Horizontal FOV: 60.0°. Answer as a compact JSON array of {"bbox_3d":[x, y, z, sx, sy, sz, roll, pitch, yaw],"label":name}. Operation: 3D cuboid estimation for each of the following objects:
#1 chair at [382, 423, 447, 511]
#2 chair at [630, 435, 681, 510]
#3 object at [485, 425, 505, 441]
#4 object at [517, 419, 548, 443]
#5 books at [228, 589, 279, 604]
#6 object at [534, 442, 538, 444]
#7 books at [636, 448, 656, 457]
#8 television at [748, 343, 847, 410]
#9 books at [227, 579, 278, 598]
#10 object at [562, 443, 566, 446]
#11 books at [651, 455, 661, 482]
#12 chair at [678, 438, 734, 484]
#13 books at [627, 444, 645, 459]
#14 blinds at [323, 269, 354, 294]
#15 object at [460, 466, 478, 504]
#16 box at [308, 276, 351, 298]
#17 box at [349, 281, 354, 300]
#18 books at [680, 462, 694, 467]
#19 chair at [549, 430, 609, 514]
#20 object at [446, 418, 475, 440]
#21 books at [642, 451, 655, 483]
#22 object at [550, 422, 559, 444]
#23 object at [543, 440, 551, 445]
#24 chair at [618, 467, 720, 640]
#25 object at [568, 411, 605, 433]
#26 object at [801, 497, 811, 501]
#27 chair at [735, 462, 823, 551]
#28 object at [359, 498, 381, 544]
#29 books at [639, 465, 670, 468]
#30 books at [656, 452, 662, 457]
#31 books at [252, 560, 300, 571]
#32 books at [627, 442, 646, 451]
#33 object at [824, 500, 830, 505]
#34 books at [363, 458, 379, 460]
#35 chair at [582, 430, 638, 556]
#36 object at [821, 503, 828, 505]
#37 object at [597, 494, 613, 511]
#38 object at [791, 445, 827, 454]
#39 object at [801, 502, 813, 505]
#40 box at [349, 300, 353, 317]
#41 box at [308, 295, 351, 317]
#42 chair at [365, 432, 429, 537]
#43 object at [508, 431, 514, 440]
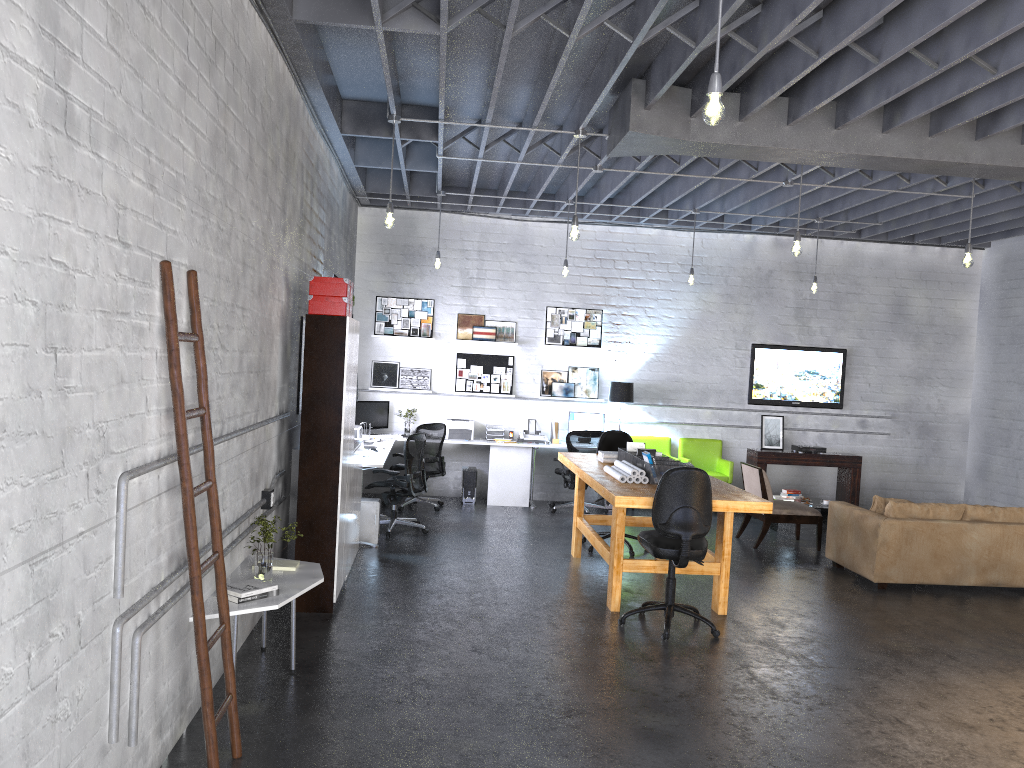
[{"bbox_3d":[-1.148,0.958,10.560,0.752,1.032,0.731,4,2,19],"label":"chair"},{"bbox_3d":[1.814,1.153,11.511,0.611,0.921,0.515,3,2,-5],"label":"chair"},{"bbox_3d":[-0.221,0.627,11.380,0.229,0.181,0.316,3,2,-5],"label":"object"},{"bbox_3d":[0.255,0.603,11.414,0.405,0.280,0.399,3,2,-5],"label":"object"},{"bbox_3d":[-1.351,1.069,4.538,0.185,0.031,0.250,4,2,37],"label":"books"},{"bbox_3d":[0.303,0.745,11.134,0.017,0.016,0.076,1,2,-45],"label":"object"},{"bbox_3d":[1.112,0.644,7.399,0.158,0.214,0.063,3,2,-5],"label":"books"},{"bbox_3d":[3.814,-0.098,11.848,1.324,0.817,0.021,3,2,-5],"label":"television"},{"bbox_3d":[-1.349,1.043,4.526,0.185,0.022,0.234,4,2,33],"label":"books"},{"bbox_3d":[0.856,0.769,11.180,0.422,0.028,0.180,3,2,-10],"label":"object"},{"bbox_3d":[1.107,0.659,6.886,0.097,0.209,0.157,3,2,-5],"label":"books"},{"bbox_3d":[2.505,1.190,11.573,0.611,0.921,0.515,3,2,-5],"label":"chair"},{"bbox_3d":[1.114,0.638,7.940,0.158,0.200,0.082,3,2,-5],"label":"books"},{"bbox_3d":[-1.835,-0.280,9.295,0.100,1.633,2.118,3,2,-5],"label":"blinds"},{"bbox_3d":[-0.549,1.283,11.272,0.180,0.411,0.475,3,2,-5],"label":"object"},{"bbox_3d":[-1.256,-0.665,6.125,0.270,0.131,0.206,3,2,-5],"label":"box"},{"bbox_3d":[-1.275,-0.672,6.332,0.268,0.133,0.206,3,2,-5],"label":"box"},{"bbox_3d":[1.463,0.729,7.804,0.244,0.067,0.298,3,2,5],"label":"books"},{"bbox_3d":[0.796,1.057,10.887,0.732,1.032,0.752,2,3,-36],"label":"chair"},{"bbox_3d":[-0.666,0.576,11.344,0.351,0.235,0.350,3,2,-5],"label":"object"},{"bbox_3d":[1.073,0.645,6.897,0.108,0.234,0.166,3,2,-5],"label":"books"},{"bbox_3d":[0.557,0.630,11.436,0.087,0.259,0.236,3,2,-5],"label":"object"},{"bbox_3d":[0.444,0.735,11.160,0.095,0.050,0.095,2,2,-37],"label":"object"},{"bbox_3d":[1.104,1.127,6.226,0.659,1.165,0.686,3,2,-7],"label":"chair"},{"bbox_3d":[0.954,0.572,11.467,0.465,0.417,0.212,3,2,0],"label":"object"},{"bbox_3d":[3.613,1.409,10.927,0.151,0.040,0.151,4,2,12],"label":"object"},{"bbox_3d":[2.873,1.302,9.524,0.725,0.843,0.574,3,2,-5],"label":"chair"},{"bbox_3d":[-1.505,1.302,8.466,0.478,0.411,0.200,3,2,-5],"label":"object"},{"bbox_3d":[1.163,0.669,7.225,0.232,0.027,0.184,2,2,-33],"label":"books"},{"bbox_3d":[1.177,0.661,7.436,0.143,0.188,0.061,3,2,-5],"label":"books"},{"bbox_3d":[-1.375,1.056,5.176,0.248,0.021,0.176,3,1,-6],"label":"books"},{"bbox_3d":[1.114,0.630,7.971,0.171,0.211,0.046,3,2,-5],"label":"books"},{"bbox_3d":[3.762,1.414,10.592,0.077,0.052,0.081,5,2,43],"label":"object"},{"bbox_3d":[-1.424,0.717,8.586,0.213,0.012,0.158,4,2,20],"label":"books"},{"bbox_3d":[1.072,1.059,8.795,0.659,1.165,0.686,3,2,-7],"label":"chair"},{"bbox_3d":[3.760,1.438,10.592,0.131,0.016,0.131,3,1,2],"label":"object"},{"bbox_3d":[1.235,1.380,11.351,0.180,0.411,0.475,3,2,-5],"label":"object"},{"bbox_3d":[3.923,0.864,11.728,0.370,0.082,0.266,3,2,-5],"label":"object"},{"bbox_3d":[3.516,1.417,10.565,0.137,0.031,0.137,4,2,21],"label":"object"},{"bbox_3d":[-1.281,-0.542,6.338,0.270,0.131,0.206,3,2,-5],"label":"box"},{"bbox_3d":[-1.263,-0.536,6.130,0.270,0.131,0.206,3,2,-5],"label":"box"},{"bbox_3d":[-1.196,0.993,9.094,0.753,1.032,0.731,3,2,-1],"label":"chair"},{"bbox_3d":[-0.009,0.665,11.442,0.093,0.116,0.067,3,2,-5],"label":"object"}]
